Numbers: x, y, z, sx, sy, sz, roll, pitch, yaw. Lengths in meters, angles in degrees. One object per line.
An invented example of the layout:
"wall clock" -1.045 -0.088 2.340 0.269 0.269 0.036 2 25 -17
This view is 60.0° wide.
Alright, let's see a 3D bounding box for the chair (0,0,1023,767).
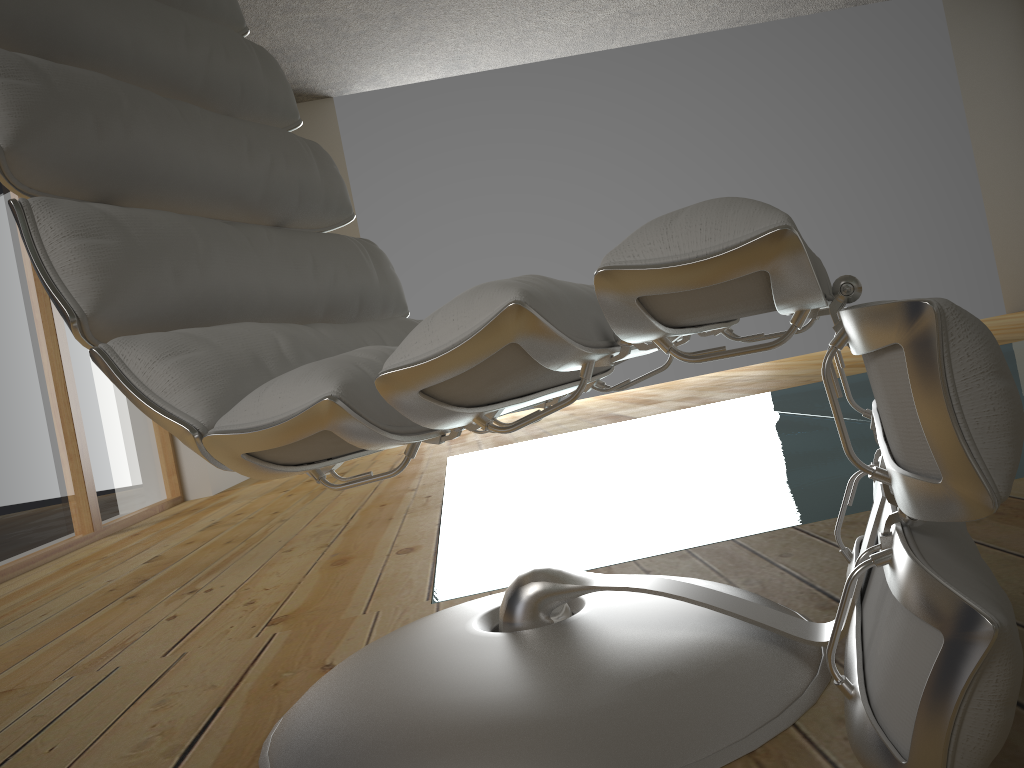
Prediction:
"chair" -0.083 -0.181 0.889 0.912 0.969 0.570 -11 0 21
